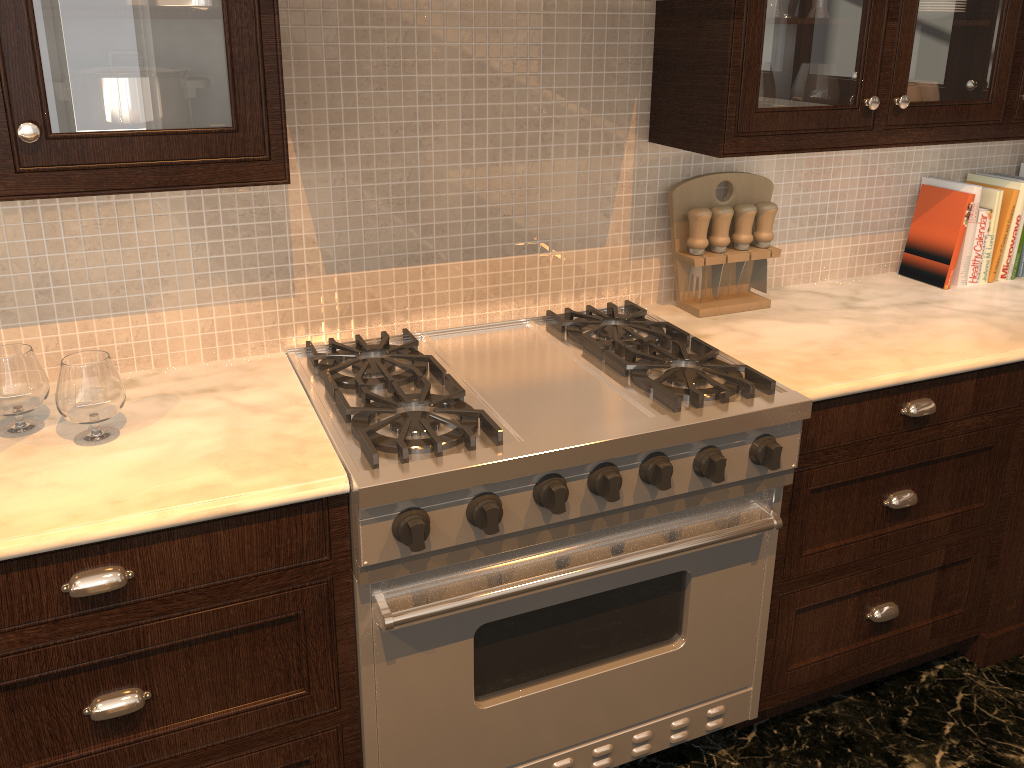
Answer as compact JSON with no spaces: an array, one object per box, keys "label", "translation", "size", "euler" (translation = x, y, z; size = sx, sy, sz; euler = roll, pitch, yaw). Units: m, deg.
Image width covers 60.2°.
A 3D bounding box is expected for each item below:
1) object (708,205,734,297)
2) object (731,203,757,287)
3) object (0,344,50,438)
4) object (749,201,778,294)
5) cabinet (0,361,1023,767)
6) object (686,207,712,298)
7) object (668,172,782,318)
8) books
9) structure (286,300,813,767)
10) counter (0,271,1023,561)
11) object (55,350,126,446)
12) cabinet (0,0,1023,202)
[{"label":"object","translation":[0.527,-0.338,2.257],"size":[0.061,0.231,0.062],"euler":[13,22,34]},{"label":"object","translation":[0.593,-0.354,2.282],"size":[0.061,0.220,0.062],"euler":[13,22,34]},{"label":"object","translation":[-0.890,0.012,1.580],"size":[0.113,0.147,0.115],"euler":[-11,23,-29]},{"label":"object","translation":[0.654,-0.359,2.309],"size":[0.062,0.231,0.062],"euler":[11,21,29]},{"label":"cabinet","translation":[0.625,0.672,1.401],"size":[3.382,0.857,2.374],"euler":[-9,24,-22]},{"label":"object","translation":[0.467,-0.332,2.230],"size":[0.062,0.222,0.062],"euler":[-15,24,-39]},{"label":"object","translation":[0.557,-0.365,2.274],"size":[0.317,0.340,0.113],"euler":[-8,20,-23]},{"label":"books","translation":[1.459,-0.487,2.645],"size":[0.606,0.303,0.199],"euler":[-9,21,-23]},{"label":"structure","translation":[0.039,0.341,1.976],"size":[0.910,0.815,0.737],"euler":[-8,22,-22]},{"label":"counter","translation":[0.628,0.249,1.264],"size":[3.382,0.031,2.374],"euler":[-9,24,-22]},{"label":"object","translation":[-0.739,0.024,1.551],"size":[0.113,0.147,0.115],"euler":[-11,23,-29]},{"label":"cabinet","translation":[0.638,-0.746,0.946],"size":[3.381,1.221,2.366],"euler":[-9,23,-22]}]
